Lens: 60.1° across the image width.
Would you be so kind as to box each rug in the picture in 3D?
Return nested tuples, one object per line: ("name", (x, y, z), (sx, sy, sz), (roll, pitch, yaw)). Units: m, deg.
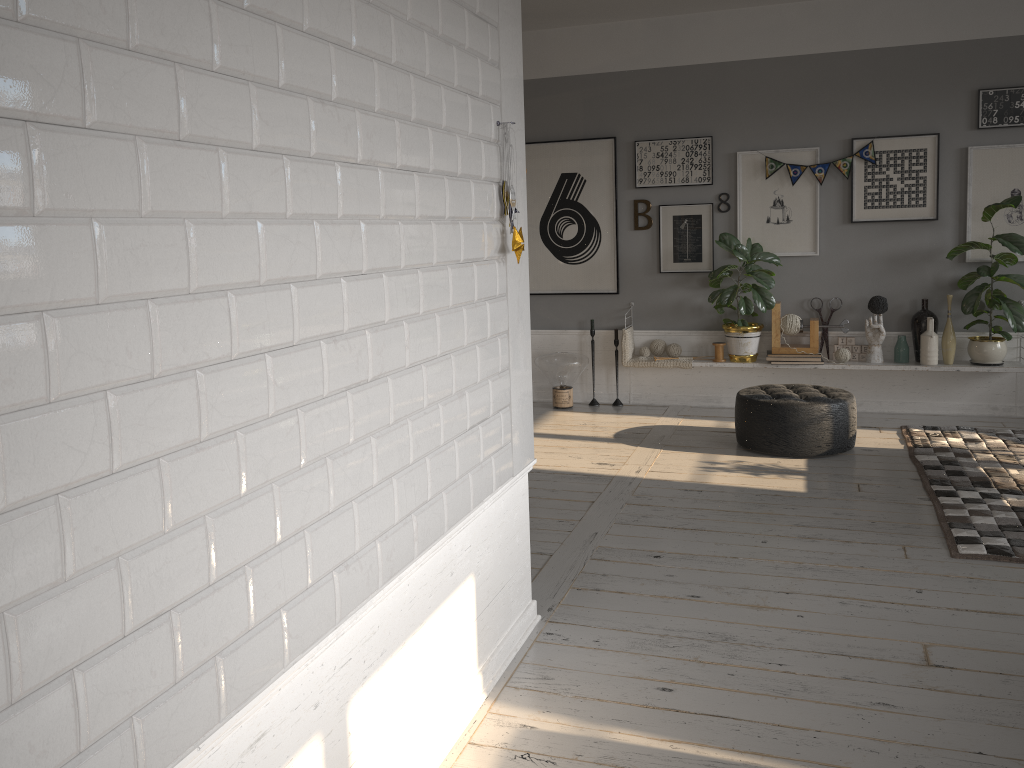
("rug", (3.066, 0.515, 4.570), (1.770, 0.034, 2.548), (1, 10, 19))

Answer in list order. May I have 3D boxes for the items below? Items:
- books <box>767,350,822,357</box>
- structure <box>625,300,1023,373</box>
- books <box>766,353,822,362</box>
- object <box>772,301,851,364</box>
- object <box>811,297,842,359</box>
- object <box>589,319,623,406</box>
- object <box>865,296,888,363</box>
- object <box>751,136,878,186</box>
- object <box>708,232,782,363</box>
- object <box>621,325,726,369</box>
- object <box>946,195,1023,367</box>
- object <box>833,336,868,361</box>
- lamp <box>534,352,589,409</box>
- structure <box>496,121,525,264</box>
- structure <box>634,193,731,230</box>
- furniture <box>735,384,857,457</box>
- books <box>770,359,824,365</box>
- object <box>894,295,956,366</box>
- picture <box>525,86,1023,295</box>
("books", (2.077, -0.224, 6.525), (0.379, 0.017, 0.231), (1, 10, 16))
("structure", (2.213, -0.353, 6.490), (2.776, 0.483, 0.310), (1, 8, 19))
("books", (2.077, -0.200, 6.517), (0.384, 0.029, 0.262), (2, 10, 19))
("object", (2.186, -0.376, 6.465), (0.546, 0.437, 0.240), (1, 7, 19))
("object", (2.333, -0.412, 6.567), (0.221, 0.460, 0.019), (0, 6, 19))
("object", (0.741, -0.177, 7.054), (0.279, 0.696, 0.092), (-1, 6, 11))
("object", (2.609, -0.392, 6.336), (0.155, 0.480, 0.137), (0, 7, 18))
("object", (2.217, -1.615, 6.473), (0.914, 0.337, 0.058), (1, 7, 18))
("object", (1.707, -0.640, 6.533), (0.510, 0.956, 0.550), (-1, 7, 4))
("object", (1.250, -0.282, 6.800), (0.785, 0.304, 0.331), (1, 9, 20))
("object", (3.281, -0.696, 6.019), (0.417, 1.142, 0.569), (-6, 8, -31))
("object", (2.496, -0.260, 6.490), (0.265, 0.172, 0.079), (2, 8, 24))
("lamp", (0.400, -0.030, 7.035), (0.433, 0.434, 0.435), (5, 10, 40))
("structure", (-0.004, -0.599, 2.775), (0.078, 0.444, 0.135), (-1, 6, 7))
("structure", (1.312, -1.332, 6.844), (0.739, 0.261, 0.024), (1, 7, 19))
("furniture", (1.789, 0.214, 5.600), (0.735, 0.354, 0.742), (-1, 9, 6))
("books", (2.091, -0.177, 6.520), (0.368, 0.021, 0.299), (0, 10, 13))
("object", (2.903, -0.386, 6.220), (0.286, 0.484, 0.334), (-4, 8, -21))
("picture", (-0.365, -1.119, 5.280), (7.294, 1.781, 4.074), (1, 10, 19))
